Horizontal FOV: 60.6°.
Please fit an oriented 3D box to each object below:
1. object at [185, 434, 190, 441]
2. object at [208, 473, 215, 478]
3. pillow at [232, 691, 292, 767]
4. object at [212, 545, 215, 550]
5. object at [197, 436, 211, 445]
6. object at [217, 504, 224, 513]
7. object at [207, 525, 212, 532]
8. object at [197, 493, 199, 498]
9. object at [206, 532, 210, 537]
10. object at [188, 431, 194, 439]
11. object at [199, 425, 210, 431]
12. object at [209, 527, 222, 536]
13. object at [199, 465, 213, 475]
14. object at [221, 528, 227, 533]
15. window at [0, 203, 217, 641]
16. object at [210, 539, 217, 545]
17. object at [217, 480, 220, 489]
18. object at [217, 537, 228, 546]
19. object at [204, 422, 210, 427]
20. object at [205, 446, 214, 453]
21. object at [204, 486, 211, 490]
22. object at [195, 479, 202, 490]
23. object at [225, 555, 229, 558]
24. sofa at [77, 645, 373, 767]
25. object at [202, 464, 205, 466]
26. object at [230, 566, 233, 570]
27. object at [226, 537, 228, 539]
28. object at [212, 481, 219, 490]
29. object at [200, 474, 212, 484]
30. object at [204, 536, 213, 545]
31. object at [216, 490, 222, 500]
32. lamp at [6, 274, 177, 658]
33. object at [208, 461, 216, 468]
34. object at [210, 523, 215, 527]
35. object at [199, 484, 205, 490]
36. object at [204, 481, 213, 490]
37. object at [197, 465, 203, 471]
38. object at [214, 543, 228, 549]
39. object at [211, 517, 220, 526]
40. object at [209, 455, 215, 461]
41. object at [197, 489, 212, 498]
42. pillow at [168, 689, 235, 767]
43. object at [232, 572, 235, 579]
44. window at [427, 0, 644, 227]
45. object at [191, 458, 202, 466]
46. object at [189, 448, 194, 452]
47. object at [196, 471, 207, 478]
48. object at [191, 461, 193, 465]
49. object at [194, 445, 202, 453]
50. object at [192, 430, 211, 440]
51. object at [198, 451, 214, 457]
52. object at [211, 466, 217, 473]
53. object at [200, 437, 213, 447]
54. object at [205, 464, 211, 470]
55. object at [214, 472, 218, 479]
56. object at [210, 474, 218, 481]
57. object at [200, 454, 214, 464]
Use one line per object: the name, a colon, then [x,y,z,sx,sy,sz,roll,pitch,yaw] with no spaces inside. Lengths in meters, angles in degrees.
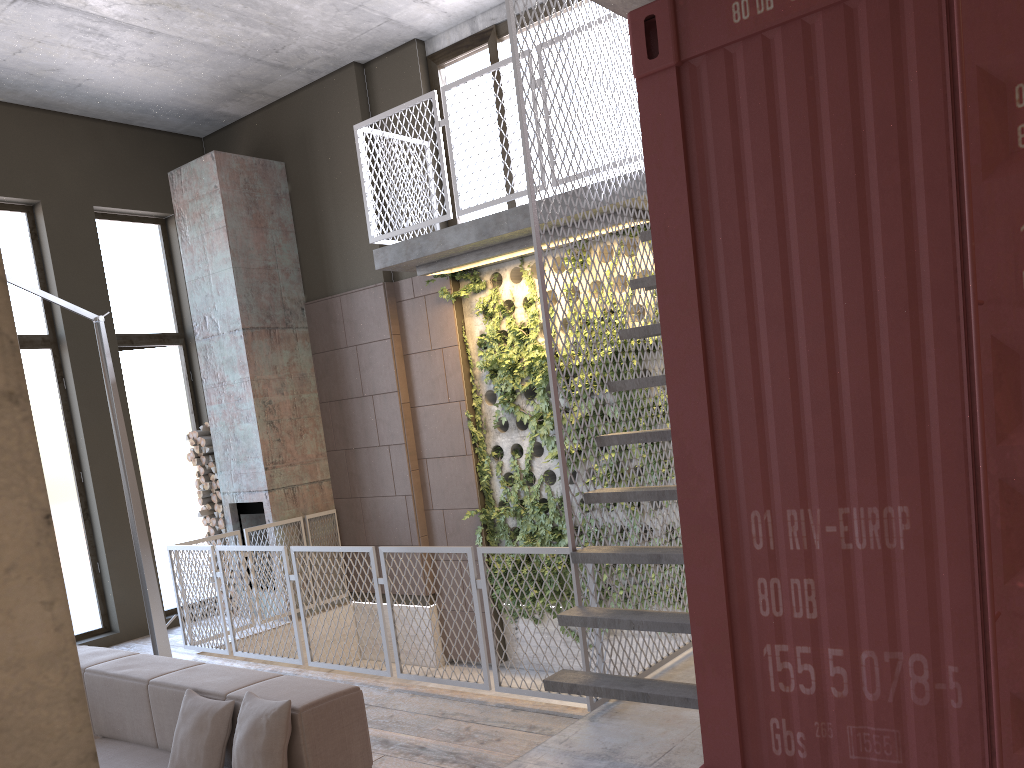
object: [-3.301,0.554,9.402,0.068,0.070,0.417,-5,1,37]
object: [-3.071,0.974,9.415,0.102,0.087,0.357,-5,0,37]
pillow: [-0.994,1.417,3.470,0.364,0.371,0.184,-4,6,43]
object: [-3.094,1.741,9.559,0.067,0.068,0.416,-5,0,37]
object: [-3.144,0.582,9.263,0.104,0.085,0.357,-5,0,37]
object: [-2.895,1.284,9.305,0.094,0.084,0.473,-5,0,37]
object: [-3.153,1.558,9.534,0.101,0.104,0.288,-5,1,39]
object: [-3.191,1.166,9.455,0.067,0.068,0.416,-5,0,37]
object: [-3.184,1.610,9.464,0.045,0.073,0.247,-3,2,37]
object: [-3.236,0.530,9.384,0.091,0.091,0.449,-5,0,36]
object: [-3.135,0.461,9.285,0.065,0.074,0.354,-4,1,36]
object: [-3.105,1.560,9.442,0.099,0.108,0.290,-4,1,39]
object: [-3.185,0.902,9.361,0.099,0.108,0.290,-4,1,39]
object: [-2.905,1.550,9.368,0.067,0.086,0.419,-4,1,36]
window: [-6.207,0.583,6.019,0.210,4.220,9.074,-2,3,37]
object: [-3.066,1.657,9.527,0.093,0.094,0.431,-5,1,37]
object: [-2.912,1.029,9.281,0.092,0.093,0.431,-5,1,37]
object: [-2.942,1.644,9.396,0.091,0.090,0.449,-5,1,39]
object: [-3.075,0.415,9.262,0.088,0.056,0.327,-6,0,37]
object: [-3.020,0.666,9.227,0.066,0.068,0.417,-5,1,37]
object: [-3.077,1.066,9.373,0.115,0.080,0.429,-6,0,37]
object: [-3.251,1.064,9.485,0.064,0.127,0.358,-3,2,37]
object: [-2.871,1.776,9.418,0.091,0.090,0.449,-5,1,37]
sofa: [-2.658,1.882,3.466,3.015,0.795,2.969,-8,-1,38]
object: [-3.172,0.824,9.372,0.089,0.057,0.327,-6,0,37]
object: [-2.832,1.913,9.400,0.071,0.073,0.416,-5,1,37]
object: [-2.857,1.575,9.338,0.067,0.086,0.419,-4,1,36]
object: [-2.977,1.046,9.340,0.091,0.090,0.449,-5,1,37]
object: [-3.146,0.999,9.445,0.093,0.094,0.431,-5,1,37]
object: [-3.162,1.676,9.550,0.089,0.110,0.360,-4,1,38]
object: [-2.942,1.154,9.271,0.089,0.110,0.360,-4,1,38]
lamp: [-2.886,0.618,4.900,0.759,3.470,2.584,-4,5,26]
object: [-3.028,0.830,9.291,0.122,0.068,0.358,-6,0,39]
object: [-3.091,1.482,9.453,0.089,0.057,0.327,-6,0,37]
object: [-3.174,1.083,9.477,0.067,0.068,0.416,-5,0,37]
object: [-3.054,1.057,9.377,0.094,0.084,0.473,-5,0,37]
object: [-3.234,0.900,9.452,0.101,0.104,0.288,-5,1,39]
object: [-2.974,1.715,9.459,0.094,0.084,0.473,-5,0,37]
object: [-3.007,1.439,9.405,0.091,0.090,0.449,-5,0,36]
object: [-3.016,0.762,9.301,0.067,0.072,0.417,-5,1,37]
object: [-3.135,1.148,9.405,0.094,0.084,0.473,-5,0,37]
pillow: [-1.311,1.499,3.703,0.372,0.363,0.183,-5,5,38]
object: [-2.793,2.005,9.403,0.092,0.093,0.431,-5,1,37]
window: [0.781,-2.233,6.830,3.587,1.772,0.108,-7,6,38]
object: [-3.178,0.804,9.364,0.094,0.084,0.473,-5,0,37]
object: [-3.258,0.693,9.419,0.066,0.087,0.419,-4,1,36]
object: [-3.265,0.952,9.382,0.045,0.073,0.247,-3,2,37]
object: [-3.235,0.822,9.414,0.067,0.068,0.416,-5,0,37]
object: [-3.142,0.671,9.323,0.094,0.084,0.473,-5,0,37]
object: [-3.215,0.531,9.263,0.104,0.104,0.288,-5,1,37]
object: [-3.120,0.722,9.332,0.115,0.080,0.429,-6,0,37]
object: [-2.985,0.892,9.286,0.067,0.086,0.419,-4,1,36]
object: [-3.065,0.592,9.238,0.094,0.094,0.431,-5,1,37]
object: [-3.104,0.855,9.359,0.065,0.075,0.354,-4,1,37]
object: [-2.950,0.943,9.280,0.071,0.073,0.416,-5,1,37]
object: [-2.996,0.975,9.345,0.115,0.080,0.429,-6,0,37]
object: [-3.087,0.781,9.323,0.091,0.090,0.449,-5,0,36]
